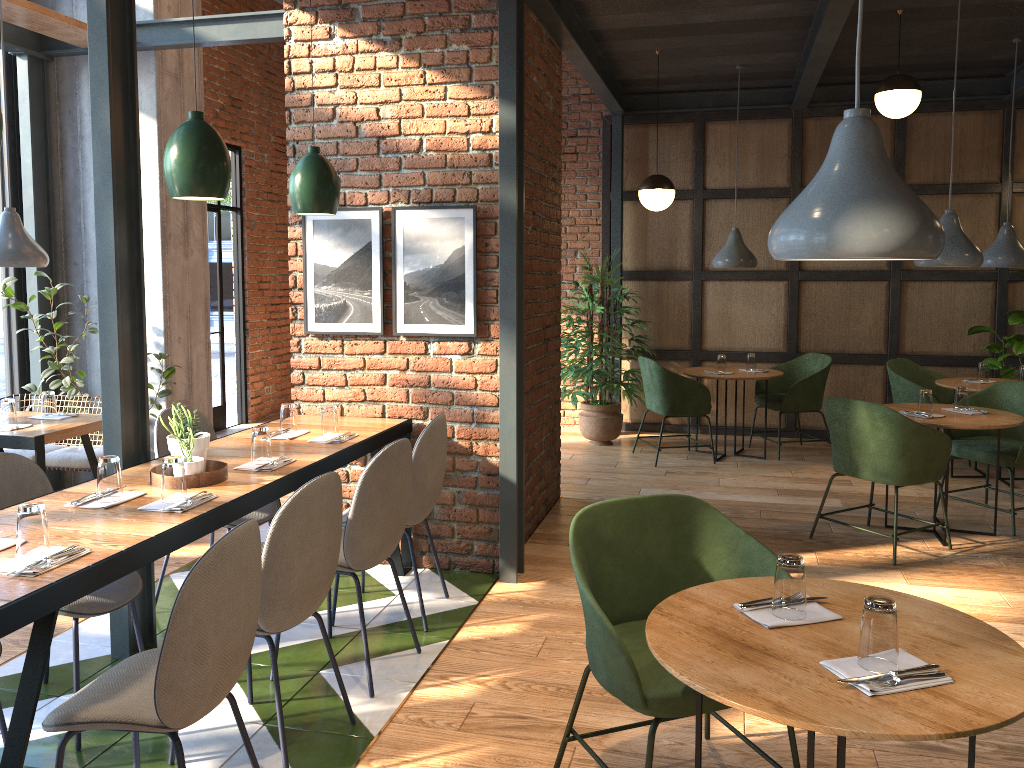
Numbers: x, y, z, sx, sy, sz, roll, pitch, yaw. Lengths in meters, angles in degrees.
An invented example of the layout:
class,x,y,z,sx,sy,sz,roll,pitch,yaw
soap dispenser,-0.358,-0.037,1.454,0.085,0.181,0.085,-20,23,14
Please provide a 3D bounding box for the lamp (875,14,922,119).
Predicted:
class,x,y,z,sx,sy,sz,roll,pitch,yaw
lamp,2.400,-3.540,5.374,0.268,3.779,0.269,-1,5,-7

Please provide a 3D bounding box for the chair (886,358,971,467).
class,x,y,z,sx,sy,sz,roll,pitch,yaw
chair,3.154,0.230,6.737,0.640,0.815,0.516,-6,8,-44

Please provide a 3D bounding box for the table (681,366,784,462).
class,x,y,z,sx,sy,sz,roll,pitch,yaw
table,1.773,0.241,7.181,0.808,0.684,0.810,-5,8,-36

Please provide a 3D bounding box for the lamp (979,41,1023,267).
class,x,y,z,sx,sy,sz,roll,pitch,yaw
lamp,3.493,-3.056,6.095,0.353,4.473,0.353,-4,6,-41

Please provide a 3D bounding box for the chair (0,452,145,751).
class,x,y,z,sx,sy,sz,roll,pitch,yaw
chair,-1.521,0.680,2.976,0.507,0.884,0.420,1,5,10

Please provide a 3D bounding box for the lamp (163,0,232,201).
class,x,y,z,sx,sy,sz,roll,pitch,yaw
lamp,-1.094,-1.649,3.011,0.224,2.014,0.224,1,5,17

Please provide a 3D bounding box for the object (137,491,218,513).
class,x,y,z,sx,sy,sz,roll,pitch,yaw
object,-1.058,0.370,2.795,0.157,0.019,0.244,2,7,14

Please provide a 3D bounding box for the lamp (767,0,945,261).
class,x,y,z,sx,sy,sz,roll,pitch,yaw
lamp,0.727,-2.495,1.716,0.353,4.473,0.353,-4,6,-41

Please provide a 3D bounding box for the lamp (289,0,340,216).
class,x,y,z,sx,sy,sz,roll,pitch,yaw
lamp,-0.879,-1.760,3.873,0.224,2.014,0.224,1,5,17

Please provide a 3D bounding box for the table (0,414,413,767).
class,x,y,z,sx,sy,sz,roll,pitch,yaw
table,-1.148,0.716,3.170,0.658,0.762,2.785,1,7,14

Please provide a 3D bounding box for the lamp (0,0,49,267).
class,x,y,z,sx,sy,sz,roll,pitch,yaw
lamp,-2.675,-2.855,4.562,0.353,4.473,0.353,-4,6,-41

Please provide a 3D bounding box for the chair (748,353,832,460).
class,x,y,z,sx,sy,sz,roll,pitch,yaw
chair,2.300,0.161,7.286,0.515,0.815,0.641,-1,6,-11

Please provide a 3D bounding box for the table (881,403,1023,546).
class,x,y,z,sx,sy,sz,roll,pitch,yaw
table,2.462,0.509,5.075,0.808,0.684,0.810,-4,7,-34

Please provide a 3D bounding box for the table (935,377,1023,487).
class,x,y,z,sx,sy,sz,roll,pitch,yaw
table,3.477,0.343,6.371,0.807,0.684,0.811,1,6,14

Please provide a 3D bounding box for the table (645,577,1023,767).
class,x,y,z,sx,sy,sz,roll,pitch,yaw
table,0.704,0.905,1.984,0.809,0.684,0.809,6,9,44

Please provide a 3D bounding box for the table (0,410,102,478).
class,x,y,z,sx,sy,sz,roll,pitch,yaw
table,-2.830,0.545,4.751,1.271,0.703,0.661,2,6,14

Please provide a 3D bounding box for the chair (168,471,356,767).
class,x,y,z,sx,sy,sz,roll,pitch,yaw
chair,-0.791,0.703,2.787,0.508,0.884,0.420,2,5,20

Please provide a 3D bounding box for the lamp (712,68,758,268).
class,x,y,z,sx,sy,sz,roll,pitch,yaw
lamp,1.774,-3.156,6.889,0.353,4.473,0.353,-4,6,-41

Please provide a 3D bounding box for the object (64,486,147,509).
class,x,y,z,sx,sy,sz,roll,pitch,yaw
object,-1.300,0.363,2.854,0.157,0.019,0.244,2,7,14

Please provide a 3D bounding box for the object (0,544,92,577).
class,x,y,z,sx,sy,sz,roll,pitch,yaw
object,-1.200,0.442,2.229,0.157,0.019,0.244,2,7,14

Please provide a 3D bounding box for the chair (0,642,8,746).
class,x,y,z,sx,sy,sz,roll,pitch,yaw
chair,-1.697,0.750,2.430,0.507,0.884,0.420,1,5,11

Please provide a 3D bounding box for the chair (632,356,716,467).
class,x,y,z,sx,sy,sz,roll,pitch,yaw
chair,1.292,0.190,7.068,0.515,0.815,0.641,-1,6,-11

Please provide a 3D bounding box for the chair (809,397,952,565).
class,x,y,z,sx,sy,sz,roll,pitch,yaw
chair,2.025,0.473,4.842,0.515,0.815,0.640,-3,6,-31

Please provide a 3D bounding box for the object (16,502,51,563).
class,x,y,z,sx,sy,sz,roll,pitch,yaw
object,-1.218,0.373,2.250,0.080,0.137,0.080,4,7,37

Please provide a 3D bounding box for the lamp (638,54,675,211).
class,x,y,z,sx,sy,sz,roll,pitch,yaw
lamp,1.071,-3.165,6.421,0.268,3.779,0.269,-3,5,-33

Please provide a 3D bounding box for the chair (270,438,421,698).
class,x,y,z,sx,sy,sz,roll,pitch,yaw
chair,-0.631,0.633,3.337,0.508,0.884,0.420,2,5,21

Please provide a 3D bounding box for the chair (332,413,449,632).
class,x,y,z,sx,sy,sz,roll,pitch,yaw
chair,-0.538,0.564,3.876,0.507,0.884,0.420,1,5,10

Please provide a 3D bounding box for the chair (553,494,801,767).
class,x,y,z,sx,sy,sz,roll,pitch,yaw
chair,0.470,0.775,2.486,0.639,0.815,0.517,-2,6,-21

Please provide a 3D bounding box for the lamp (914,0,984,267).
class,x,y,z,sx,sy,sz,roll,pitch,yaw
lamp,2.448,-2.890,4.800,0.353,4.473,0.353,-4,6,-41

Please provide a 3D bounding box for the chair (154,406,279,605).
class,x,y,z,sx,sy,sz,roll,pitch,yaw
chair,-1.316,0.552,3.974,0.508,0.884,0.420,2,5,20

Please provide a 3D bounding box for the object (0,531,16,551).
class,x,y,z,sx,sy,sz,roll,pitch,yaw
object,-1.418,0.428,2.341,0.157,0.019,0.244,2,7,14

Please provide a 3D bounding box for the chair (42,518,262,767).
class,x,y,z,sx,sy,sz,roll,pitch,yaw
chair,-0.889,0.776,2.222,0.507,0.884,0.420,1,5,10

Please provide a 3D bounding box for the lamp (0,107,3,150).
class,x,y,z,sx,sy,sz,roll,pitch,yaw
lamp,-1.338,-1.524,2.031,0.224,2.014,0.224,1,5,17

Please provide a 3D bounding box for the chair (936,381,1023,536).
class,x,y,z,sx,sy,sz,roll,pitch,yaw
chair,2.942,0.412,5.312,0.515,0.815,0.641,-3,6,-26

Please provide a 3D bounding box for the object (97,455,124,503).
class,x,y,z,sx,sy,sz,roll,pitch,yaw
object,-1.282,0.300,2.823,0.080,0.137,0.080,4,7,37

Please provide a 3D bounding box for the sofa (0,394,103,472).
class,x,y,z,sx,sy,sz,roll,pitch,yaw
sofa,-2.694,0.462,5.298,1.092,0.730,0.472,2,6,14
